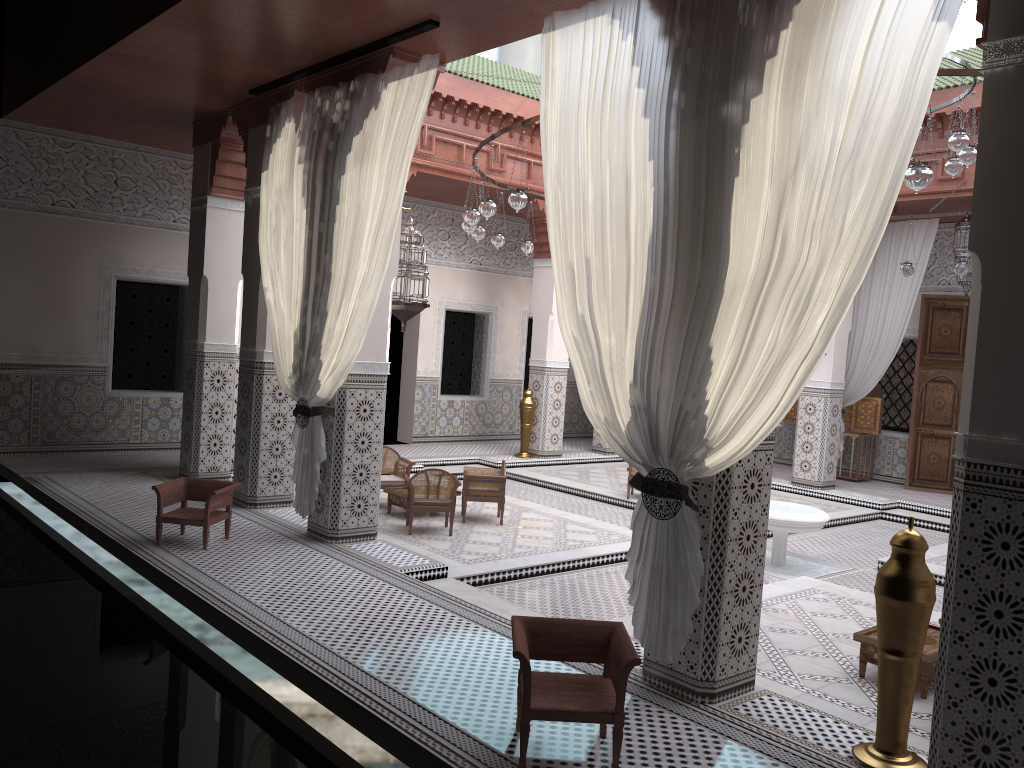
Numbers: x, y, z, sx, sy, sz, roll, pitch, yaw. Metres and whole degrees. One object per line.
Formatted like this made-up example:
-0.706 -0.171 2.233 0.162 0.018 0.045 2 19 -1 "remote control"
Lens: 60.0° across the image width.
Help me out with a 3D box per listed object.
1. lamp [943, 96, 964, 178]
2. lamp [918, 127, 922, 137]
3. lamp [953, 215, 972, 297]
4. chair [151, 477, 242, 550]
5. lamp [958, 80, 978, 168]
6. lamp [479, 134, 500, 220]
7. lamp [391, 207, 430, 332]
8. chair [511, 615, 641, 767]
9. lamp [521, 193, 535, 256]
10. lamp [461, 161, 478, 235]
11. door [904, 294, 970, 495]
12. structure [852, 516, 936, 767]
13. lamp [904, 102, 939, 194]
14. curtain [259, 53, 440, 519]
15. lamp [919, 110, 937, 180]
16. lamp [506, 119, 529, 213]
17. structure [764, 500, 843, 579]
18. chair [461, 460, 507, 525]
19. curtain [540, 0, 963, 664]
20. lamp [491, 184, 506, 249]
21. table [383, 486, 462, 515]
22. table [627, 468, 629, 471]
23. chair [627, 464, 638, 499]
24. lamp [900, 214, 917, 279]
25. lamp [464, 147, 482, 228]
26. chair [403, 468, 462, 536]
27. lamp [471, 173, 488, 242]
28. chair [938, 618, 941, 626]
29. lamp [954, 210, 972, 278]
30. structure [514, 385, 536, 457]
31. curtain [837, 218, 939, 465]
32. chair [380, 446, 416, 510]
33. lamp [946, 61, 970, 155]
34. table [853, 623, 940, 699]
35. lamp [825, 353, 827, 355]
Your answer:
2.029 -1.121 4.028 0.091 0.371 0.090 7 4 44 "lamp"
1.561 -1.126 3.450 0.091 0.371 0.090 4 3 4 "lamp"
2.798 -0.818 5.411 0.220 0.571 0.221 2 4 -41 "lamp"
-1.235 0.515 3.471 0.259 0.252 0.234 4 3 7 "chair"
1.979 -1.114 3.802 0.090 0.371 0.091 3 3 -26 "lamp"
-0.104 -0.899 3.851 0.090 0.371 0.091 3 3 -26 "lamp"
-0.455 -0.501 3.832 0.221 0.552 0.216 2 4 -41 "lamp"
0.119 0.659 1.891 0.259 0.252 0.234 4 3 -2 "chair"
0.094 -0.955 5.319 0.090 0.371 0.091 3 3 -26 "lamp"
-0.214 -0.936 4.459 0.090 0.371 0.091 3 3 -26 "lamp"
3.424 0.079 6.009 0.419 1.461 1.244 2 4 -41 "door"
0.845 0.554 1.929 0.156 0.539 0.156 3 3 -24 "structure"
1.208 -0.751 2.635 0.090 0.371 0.091 3 3 -26 "lamp"
-0.780 -0.330 3.572 0.129 1.764 1.303 2 4 -41 "curtain"
2.001 -1.134 4.259 0.091 0.371 0.090 5 3 24 "lamp"
0.026 -0.877 3.572 0.090 0.371 0.091 4 3 -6 "lamp"
1.285 0.746 4.267 0.501 0.310 0.528 2 4 -41 "structure"
-0.145 0.539 4.516 0.208 0.313 0.263 4 3 -5 "chair"
0.420 -0.180 2.188 0.137 1.761 1.304 2 4 -41 "curtain"
-0.078 -0.955 5.061 0.090 0.371 0.091 3 3 -26 "lamp"
-0.463 0.602 4.552 0.330 0.142 0.229 2 4 -41 "table"
0.963 0.632 5.958 0.330 0.142 0.229 2 4 -41 "table"
0.840 0.559 5.517 0.263 0.313 0.208 5 3 15 "chair"
2.307 -0.796 5.146 0.091 0.371 0.090 4 3 -6 "lamp"
-0.186 -0.919 4.151 0.090 0.371 0.091 3 3 -26 "lamp"
-0.383 0.539 4.180 0.263 0.313 0.208 3 3 -11 "chair"
-0.181 -0.948 4.767 0.090 0.371 0.091 3 3 -26 "lamp"
1.252 0.741 2.280 0.208 0.313 0.263 4 3 -1 "chair"
2.506 -0.770 4.902 0.091 0.371 0.090 5 3 14 "lamp"
0.109 0.277 6.694 0.156 0.539 0.156 4 3 10 "structure"
2.282 -0.247 6.255 0.048 1.761 1.304 2 4 -41 "curtain"
-0.674 0.494 4.697 0.263 0.313 0.208 3 3 -27 "chair"
1.825 -1.114 3.579 0.090 0.371 0.091 4 3 -1 "lamp"
1.201 0.807 2.639 0.330 0.142 0.229 2 4 -41 "table"
2.017 -0.398 5.984 0.217 0.618 0.216 2 4 -41 "lamp"
